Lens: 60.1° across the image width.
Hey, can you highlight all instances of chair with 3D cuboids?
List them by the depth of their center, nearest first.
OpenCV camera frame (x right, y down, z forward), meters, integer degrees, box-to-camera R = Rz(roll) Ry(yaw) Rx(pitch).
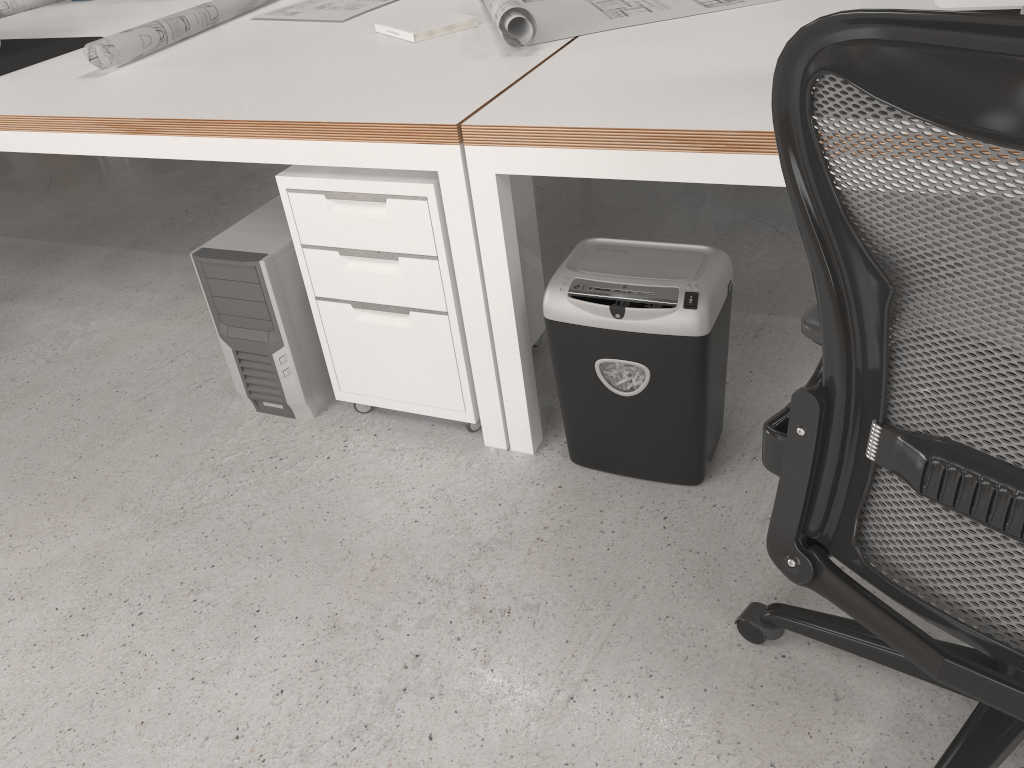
[{"bbox_3d":[0.646,0.064,1.058,0.774,1.061,0.806,14,38,31],"label":"chair"}]

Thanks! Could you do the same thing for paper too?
[{"bbox_3d":[0.408,-1.146,2.477,1.076,0.103,0.996,-12,33,-6],"label":"paper"},{"bbox_3d":[-0.956,-1.199,2.848,0.083,0.081,1.158,4,35,19],"label":"paper"},{"bbox_3d":[-0.555,-1.250,2.898,0.431,0.001,0.493,14,39,30],"label":"paper"},{"bbox_3d":[-2.572,-1.504,3.662,1.077,0.103,0.996,7,36,21],"label":"paper"}]

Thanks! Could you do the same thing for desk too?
[{"bbox_3d":[2.735,-0.454,1.683,5.122,0.753,2.358,8,36,24],"label":"desk"},{"bbox_3d":[-1.913,-1.152,3.742,5.122,0.753,2.358,8,36,24],"label":"desk"}]

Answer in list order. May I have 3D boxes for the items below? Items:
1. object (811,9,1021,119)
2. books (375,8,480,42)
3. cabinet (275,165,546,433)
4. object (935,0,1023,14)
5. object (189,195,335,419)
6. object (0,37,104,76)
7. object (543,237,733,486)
[{"bbox_3d":[0.998,-0.570,1.536,0.850,0.008,0.701,8,36,23],"label":"object"},{"bbox_3d":[-0.232,-0.975,2.403,0.202,0.023,0.239,-24,36,-23],"label":"books"},{"bbox_3d":[-0.199,-0.278,2.153,0.388,0.633,0.469,8,35,24],"label":"cabinet"},{"bbox_3d":[1.003,-0.836,1.500,0.485,0.474,0.193,8,35,24],"label":"object"},{"bbox_3d":[-0.531,-0.248,2.353,0.221,0.445,0.552,7,36,23],"label":"object"},{"bbox_3d":[-1.829,-0.994,2.789,0.850,0.008,0.701,8,36,24],"label":"object"},{"bbox_3d":[0.272,-0.044,1.860,0.339,0.455,0.255,8,35,24],"label":"object"}]
